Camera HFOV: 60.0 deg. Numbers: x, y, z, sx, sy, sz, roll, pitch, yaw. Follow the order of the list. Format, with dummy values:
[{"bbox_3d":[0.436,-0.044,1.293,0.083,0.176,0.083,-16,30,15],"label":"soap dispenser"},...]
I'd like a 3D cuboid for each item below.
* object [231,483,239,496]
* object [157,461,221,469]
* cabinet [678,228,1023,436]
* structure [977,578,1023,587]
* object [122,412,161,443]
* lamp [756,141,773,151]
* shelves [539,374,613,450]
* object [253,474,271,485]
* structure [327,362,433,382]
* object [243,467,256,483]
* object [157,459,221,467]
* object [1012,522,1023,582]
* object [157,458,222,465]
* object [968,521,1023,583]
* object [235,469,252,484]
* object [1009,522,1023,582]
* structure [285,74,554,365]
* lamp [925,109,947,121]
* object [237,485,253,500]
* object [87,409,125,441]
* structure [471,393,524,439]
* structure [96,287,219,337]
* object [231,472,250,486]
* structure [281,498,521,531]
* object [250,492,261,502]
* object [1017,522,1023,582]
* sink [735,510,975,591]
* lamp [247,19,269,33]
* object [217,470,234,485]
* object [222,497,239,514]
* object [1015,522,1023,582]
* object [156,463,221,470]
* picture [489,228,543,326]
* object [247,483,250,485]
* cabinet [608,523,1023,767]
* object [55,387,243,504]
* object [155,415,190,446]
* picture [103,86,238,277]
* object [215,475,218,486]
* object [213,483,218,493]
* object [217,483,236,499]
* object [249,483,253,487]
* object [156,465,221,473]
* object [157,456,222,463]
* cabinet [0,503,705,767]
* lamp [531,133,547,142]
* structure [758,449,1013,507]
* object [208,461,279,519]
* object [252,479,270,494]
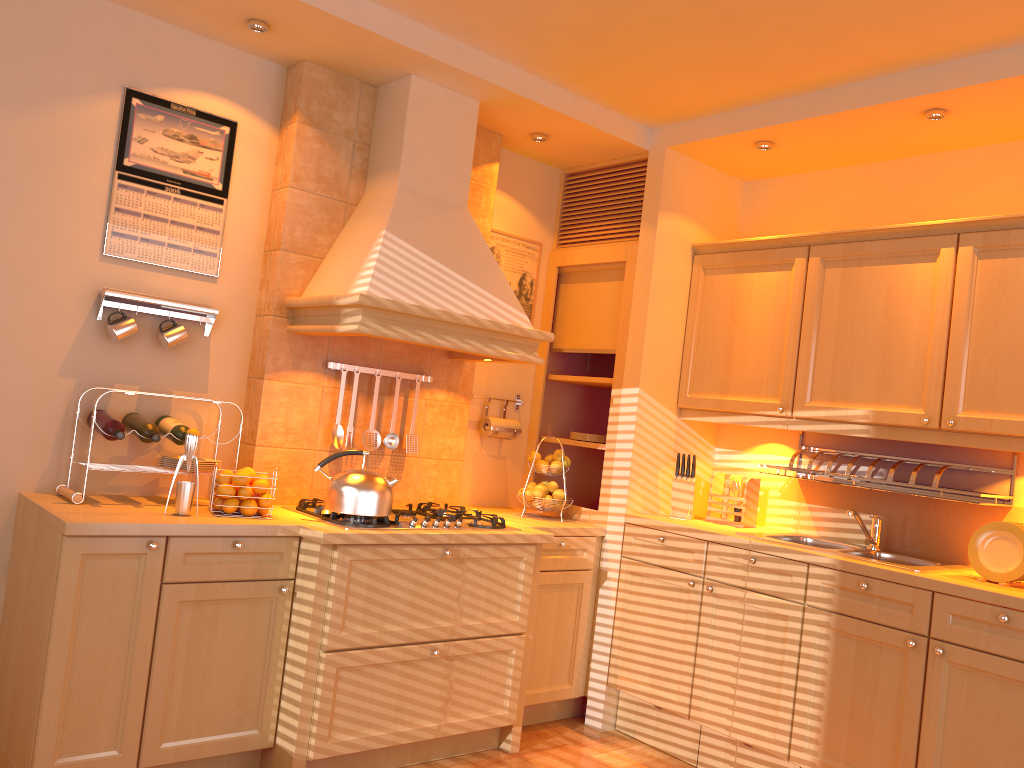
[{"bbox_3d":[-0.963,0.362,3.054,0.051,0.053,0.064,6,-2,13],"label":"object"},{"bbox_3d":[-1.160,0.293,3.189,0.172,0.011,0.163,6,-2,19],"label":"object"},{"bbox_3d":[1.506,-0.187,3.532,0.332,0.712,1.792,8,-3,-40],"label":"cabinet"},{"bbox_3d":[1.658,0.666,2.983,0.219,0.010,0.084,8,-3,-37],"label":"structure"},{"bbox_3d":[-1.279,0.155,3.084,0.076,0.095,0.282,8,-3,-40],"label":"object"},{"bbox_3d":[1.074,-1.011,3.772,0.070,0.021,0.070,6,-2,10],"label":"lamp"},{"bbox_3d":[0.503,0.342,4.421,0.582,0.702,0.600,8,-3,-40],"label":"shelves"},{"bbox_3d":[-0.880,0.344,3.120,0.063,0.053,0.051,6,-2,23],"label":"object"},{"bbox_3d":[-0.537,-0.047,3.674,0.506,0.024,0.009,8,-3,-40],"label":"structure"},{"bbox_3d":[-0.937,0.325,3.152,0.059,0.060,0.050,6,-2,9],"label":"object"},{"bbox_3d":[-1.159,0.287,3.189,0.172,0.011,0.163,6,-2,19],"label":"object"},{"bbox_3d":[1.672,0.566,2.992,0.049,0.200,0.205,8,-3,-39],"label":"object"},{"bbox_3d":[-1.158,0.280,3.190,0.172,0.011,0.163,6,-2,19],"label":"object"},{"bbox_3d":[1.628,0.559,2.958,0.049,0.200,0.205,8,-3,-39],"label":"object"},{"bbox_3d":[-0.931,0.321,3.076,0.063,0.053,0.051,6,-2,11],"label":"object"},{"bbox_3d":[1.650,0.562,2.975,0.049,0.200,0.205,8,-3,-39],"label":"object"},{"bbox_3d":[1.146,-0.469,2.870,4.091,1.148,1.061,6,-2,24],"label":"structure"},{"bbox_3d":[1.541,-0.978,3.226,0.070,0.021,0.070,7,-2,-1],"label":"lamp"},{"bbox_3d":[-0.913,0.370,3.030,0.052,0.053,0.062,7,-2,-18],"label":"object"},{"bbox_3d":[-1.367,0.142,3.010,0.076,0.095,0.282,8,-3,-40],"label":"object"},{"bbox_3d":[-0.056,0.150,4.248,0.320,0.220,0.126,8,-3,-40],"label":"structure"},{"bbox_3d":[-1.281,-0.261,3.226,0.405,0.118,0.069,8,-3,-40],"label":"structure"},{"bbox_3d":[-0.922,0.324,3.017,0.063,0.051,0.053,8,-3,-33],"label":"object"},{"bbox_3d":[-0.418,0.503,3.443,0.797,0.051,0.494,8,-3,-40],"label":"structure"},{"bbox_3d":[-0.902,0.388,3.097,0.062,0.053,0.051,6,-2,18],"label":"object"},{"bbox_3d":[1.716,0.572,3.026,0.049,0.200,0.205,8,-3,-39],"label":"object"},{"bbox_3d":[1.303,0.651,3.412,0.465,0.336,0.746,8,-3,-40],"label":"sink"},{"bbox_3d":[-0.900,-1.266,3.143,0.070,0.021,0.070,5,-3,33],"label":"lamp"},{"bbox_3d":[-0.975,0.322,3.023,0.057,0.060,0.052,7,-2,-2],"label":"object"},{"bbox_3d":[-0.953,0.411,3.004,0.052,0.057,0.060,6,-2,12],"label":"object"},{"bbox_3d":[1.694,0.569,3.009,0.049,0.200,0.205,8,-3,-39],"label":"object"},{"bbox_3d":[-1.160,0.300,3.189,0.172,0.011,0.163,6,-2,19],"label":"object"},{"bbox_3d":[-0.015,-0.485,4.322,0.366,0.491,0.007,8,-3,-40],"label":"picture"},{"bbox_3d":[-0.953,0.352,3.114,0.061,0.051,0.055,7,-2,4],"label":"object"},{"bbox_3d":[1.670,0.779,2.943,0.625,1.700,3.000,8,-3,-40],"label":"cabinet"},{"bbox_3d":[-1.249,0.226,3.124,0.572,0.379,0.221,8,-3,-40],"label":"object"},{"bbox_3d":[-1.192,0.168,3.159,0.076,0.095,0.282,8,-3,-40],"label":"object"},{"bbox_3d":[-1.247,-0.732,3.266,0.417,0.605,0.009,8,-3,-40],"label":"picture"},{"bbox_3d":[-1.000,0.333,3.070,0.053,0.051,0.063,8,-3,-35],"label":"object"},{"bbox_3d":[-1.020,0.360,3.107,0.053,0.055,0.060,8,-3,-37],"label":"object"},{"bbox_3d":[-0.965,0.361,2.997,0.063,0.051,0.053,8,-2,-21],"label":"object"},{"bbox_3d":[-0.924,0.376,3.155,0.053,0.054,0.061,8,-3,-34],"label":"object"},{"bbox_3d":[-1.161,0.307,3.189,0.172,0.011,0.163,6,-2,19],"label":"object"},{"bbox_3d":[-1.157,0.274,3.190,0.172,0.011,0.163,6,-2,19],"label":"object"},{"bbox_3d":[-0.271,1.005,3.454,2.850,0.840,1.141,8,-3,-40],"label":"cabinet"},{"bbox_3d":[0.122,-1.114,4.015,0.070,0.021,0.070,5,-3,33],"label":"lamp"},{"bbox_3d":[1.455,0.353,3.522,0.300,0.126,0.900,8,-3,-40],"label":"structure"},{"bbox_3d":[-0.935,0.365,3.084,0.207,0.174,0.189,8,-2,-25],"label":"object"},{"bbox_3d":[-0.868,0.355,3.063,0.053,0.052,0.061,6,-2,23],"label":"object"}]
